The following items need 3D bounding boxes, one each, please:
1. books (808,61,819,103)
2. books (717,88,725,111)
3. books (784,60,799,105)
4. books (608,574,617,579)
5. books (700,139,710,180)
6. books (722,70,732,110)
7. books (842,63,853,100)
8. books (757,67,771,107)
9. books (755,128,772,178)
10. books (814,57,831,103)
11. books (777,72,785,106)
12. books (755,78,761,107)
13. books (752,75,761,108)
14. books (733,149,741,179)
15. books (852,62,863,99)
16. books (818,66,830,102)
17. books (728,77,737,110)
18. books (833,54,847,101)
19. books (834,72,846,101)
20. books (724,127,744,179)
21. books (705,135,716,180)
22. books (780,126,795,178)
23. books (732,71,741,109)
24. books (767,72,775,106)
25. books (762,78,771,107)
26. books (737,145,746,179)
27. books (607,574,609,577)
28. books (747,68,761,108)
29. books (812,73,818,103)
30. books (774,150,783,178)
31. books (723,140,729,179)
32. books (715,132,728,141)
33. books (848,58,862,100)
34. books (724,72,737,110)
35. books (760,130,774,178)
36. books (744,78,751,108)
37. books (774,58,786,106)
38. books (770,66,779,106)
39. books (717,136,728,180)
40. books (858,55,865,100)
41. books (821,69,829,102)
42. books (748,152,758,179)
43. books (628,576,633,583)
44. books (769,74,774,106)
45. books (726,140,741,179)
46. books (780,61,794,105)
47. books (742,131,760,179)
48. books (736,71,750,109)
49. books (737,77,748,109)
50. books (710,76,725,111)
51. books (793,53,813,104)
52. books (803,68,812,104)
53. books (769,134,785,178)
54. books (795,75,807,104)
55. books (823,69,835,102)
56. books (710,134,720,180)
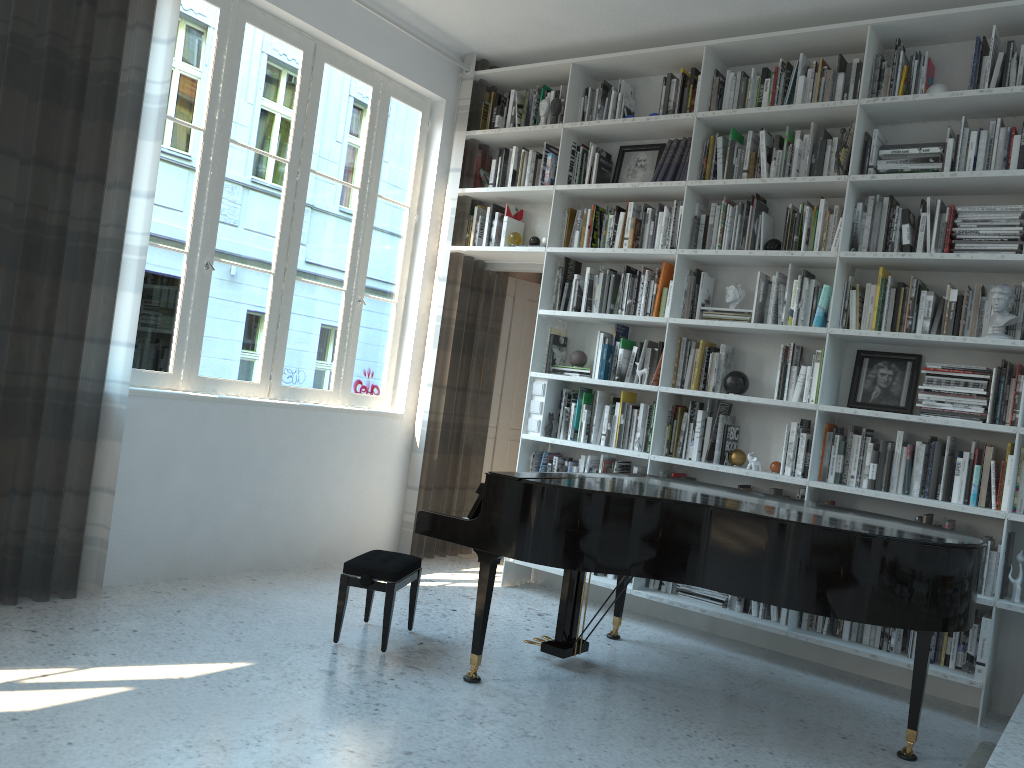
[{"bbox_3d":[1.566,-1.503,4.572,0.014,0.269,0.156,8,0,35],"label":"books"},{"bbox_3d":[1.165,-1.510,4.859,0.024,0.183,0.133,8,0,35],"label":"books"},{"bbox_3d":[1.474,-1.517,4.620,0.052,0.273,0.172,8,0,35],"label":"books"},{"bbox_3d":[0.613,0.963,4.997,0.027,0.256,0.179,8,0,35],"label":"books"},{"bbox_3d":[1.084,-1.187,4.856,0.023,0.256,0.175,8,0,35],"label":"books"},{"bbox_3d":[1.195,-1.554,4.854,0.021,0.279,0.141,8,0,35],"label":"books"},{"bbox_3d":[1.704,-1.470,4.465,0.026,0.237,0.149,8,0,35],"label":"books"},{"bbox_3d":[1.357,-1.528,4.731,0.028,0.268,0.151,8,0,35],"label":"books"},{"bbox_3d":[1.334,-1.185,4.716,0.013,0.315,0.135,8,0,35],"label":"books"},{"bbox_3d":[1.590,-1.499,4.532,0.014,0.266,0.192,8,0,35],"label":"books"},{"bbox_3d":[1.438,-1.502,4.664,0.029,0.235,0.130,8,0,35],"label":"books"},{"bbox_3d":[1.338,-1.505,4.743,0.012,0.216,0.150,8,0,35],"label":"books"},{"bbox_3d":[1.329,-1.515,4.760,0.025,0.235,0.129,8,0,35],"label":"books"},{"bbox_3d":[1.236,-1.140,4.767,0.024,0.201,0.153,8,0,35],"label":"books"},{"bbox_3d":[1.741,-1.459,4.422,0.026,0.225,0.172,8,0,35],"label":"books"},{"bbox_3d":[1.606,-1.478,4.527,0.021,0.228,0.161,8,0,35],"label":"books"},{"bbox_3d":[1.221,-1.522,4.804,0.023,0.220,0.181,8,0,35],"label":"books"},{"bbox_3d":[1.665,-1.499,4.490,0.013,0.285,0.160,8,0,35],"label":"books"},{"bbox_3d":[1.672,-1.447,4.473,0.031,0.185,0.177,8,0,35],"label":"books"},{"bbox_3d":[1.196,-1.203,4.783,0.012,0.315,0.171,8,0,35],"label":"books"},{"bbox_3d":[1.109,-1.197,4.858,0.013,0.283,0.159,8,0,35],"label":"books"},{"bbox_3d":[1.439,-1.168,4.619,0.012,0.308,0.145,8,0,35],"label":"books"},{"bbox_3d":[1.244,-1.534,4.793,0.023,0.251,0.170,8,0,35],"label":"books"},{"bbox_3d":[1.389,-1.508,4.691,0.013,0.234,0.155,8,0,35],"label":"books"},{"bbox_3d":[1.371,-1.493,4.706,0.030,0.201,0.152,8,0,35],"label":"books"},{"bbox_3d":[1.254,-1.147,4.746,0.029,0.219,0.158,8,0,35],"label":"books"},{"bbox_3d":[0.593,0.976,5.014,0.022,0.224,0.141,8,0,35],"label":"books"},{"bbox_3d":[1.302,-1.534,4.750,0.010,0.264,0.160,8,0,35],"label":"books"},{"bbox_3d":[1.585,-1.472,4.566,0.029,0.213,0.141,8,0,35],"label":"books"},{"bbox_3d":[1.414,-1.107,4.631,0.028,0.180,0.168,8,0,35],"label":"books"},{"bbox_3d":[1.188,-1.176,4.796,0.011,0.260,0.157,8,0,35],"label":"books"},{"bbox_3d":[1.133,-1.207,4.867,0.014,0.309,0.130,8,0,35],"label":"books"},{"bbox_3d":[1.733,-1.478,4.455,0.029,0.261,0.151,8,0,35],"label":"books"},{"bbox_3d":[1.204,-1.541,4.823,0.031,0.254,0.145,8,0,35],"label":"books"},{"bbox_3d":[1.353,-1.168,4.669,0.075,0.285,0.178,8,0,35],"label":"books"},{"bbox_3d":[1.288,-1.507,4.755,0.014,0.207,0.166,8,0,35],"label":"books"},{"bbox_3d":[1.420,-1.536,4.666,0.010,0.299,0.151,8,0,35],"label":"books"},{"bbox_3d":[1.406,-1.514,4.671,0.013,0.251,0.183,8,0,35],"label":"books"},{"bbox_3d":[1.162,-1.186,4.825,0.067,0.274,0.168,8,0,35],"label":"books"},{"bbox_3d":[1.764,-1.477,4.417,0.014,0.267,0.171,8,0,35],"label":"books"},{"bbox_3d":[1.611,-1.466,4.507,0.013,0.207,0.178,8,0,35],"label":"books"},{"bbox_3d":[1.301,-1.121,4.723,0.034,0.180,0.160,8,0,35],"label":"books"},{"bbox_3d":[0.717,0.976,4.939,0.065,0.256,0.156,8,0,35],"label":"books"},{"bbox_3d":[1.394,-1.498,4.678,0.011,0.216,0.160,8,0,35],"label":"books"},{"bbox_3d":[1.209,-1.164,4.772,0.031,0.242,0.181,8,0,35],"label":"books"},{"bbox_3d":[1.449,-1.521,4.640,0.013,0.276,0.164,8,0,35],"label":"books"},{"bbox_3d":[1.280,-1.181,4.731,0.022,0.293,0.156,8,0,35],"label":"books"},{"bbox_3d":[1.256,-1.532,4.779,0.012,0.250,0.174,8,0,35],"label":"books"},{"bbox_3d":[1.262,-1.510,4.757,0.029,0.208,0.178,8,0,35],"label":"books"},{"bbox_3d":[1.139,-1.541,4.862,0.029,0.237,0.156,8,0,35],"label":"books"},{"bbox_3d":[1.511,-1.533,4.612,0.014,0.315,0.166,8,0,35],"label":"books"},{"bbox_3d":[1.547,-1.489,4.583,0.026,0.236,0.134,8,0,35],"label":"books"},{"bbox_3d":[1.402,-1.151,4.652,0.027,0.265,0.168,8,0,35],"label":"books"},{"bbox_3d":[1.516,-1.470,4.592,0.031,0.190,0.181,8,0,35],"label":"books"},{"bbox_3d":[1.625,-1.461,4.493,0.026,0.200,0.187,8,0,35],"label":"books"},{"bbox_3d":[1.128,-1.197,4.842,0.010,0.287,0.148,8,0,35],"label":"books"}]
